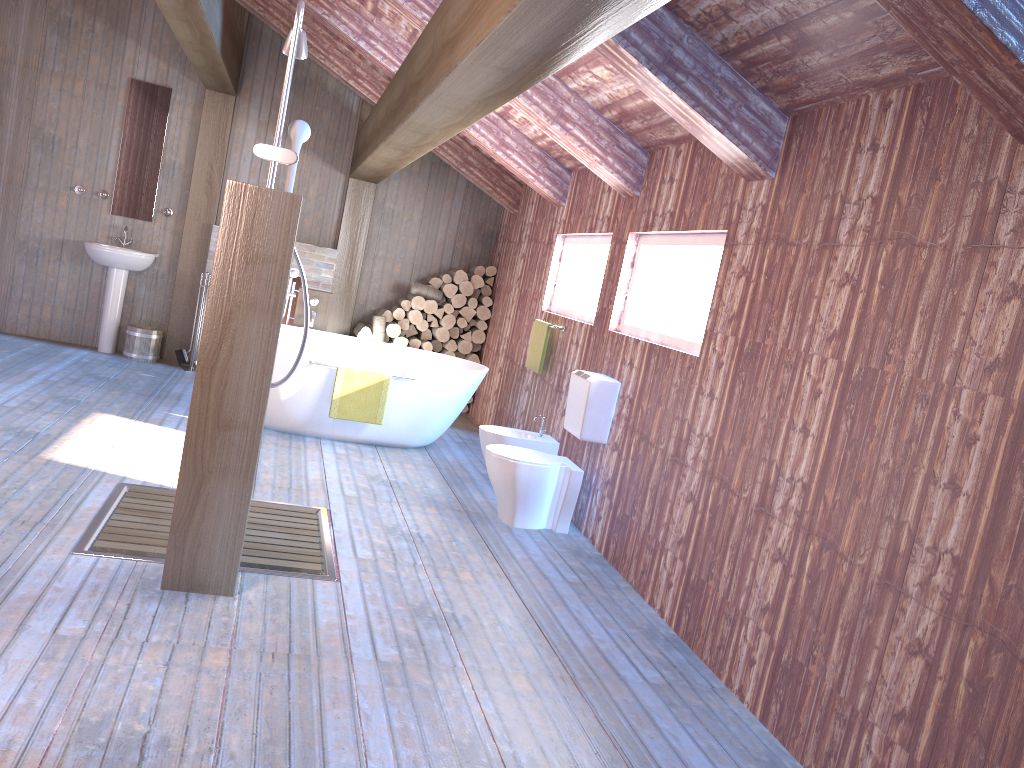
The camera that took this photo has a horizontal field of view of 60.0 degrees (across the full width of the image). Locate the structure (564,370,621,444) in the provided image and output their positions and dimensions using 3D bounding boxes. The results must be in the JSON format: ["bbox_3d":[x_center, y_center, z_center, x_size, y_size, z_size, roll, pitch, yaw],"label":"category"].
[{"bbox_3d":[0.442,0.123,5.069,0.182,0.363,0.358,10,7,-14],"label":"structure"}]

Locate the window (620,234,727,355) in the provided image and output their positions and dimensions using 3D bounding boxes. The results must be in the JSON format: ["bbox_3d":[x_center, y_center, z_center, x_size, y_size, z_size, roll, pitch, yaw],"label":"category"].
[{"bbox_3d":[0.854,-0.490,4.625,0.054,0.587,1.255,10,7,-14],"label":"window"}]

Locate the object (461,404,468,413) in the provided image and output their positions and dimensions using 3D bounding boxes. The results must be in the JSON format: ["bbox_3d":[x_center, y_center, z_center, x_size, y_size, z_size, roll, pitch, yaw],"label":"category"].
[{"bbox_3d":[-0.518,0.200,8.756,0.114,0.113,0.301,9,7,-17],"label":"object"}]

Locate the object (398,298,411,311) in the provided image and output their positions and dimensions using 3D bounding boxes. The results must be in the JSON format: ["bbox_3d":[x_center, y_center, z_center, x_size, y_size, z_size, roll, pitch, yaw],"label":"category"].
[{"bbox_3d":[-1.018,-0.759,8.424,0.106,0.112,0.282,10,7,-14],"label":"object"}]

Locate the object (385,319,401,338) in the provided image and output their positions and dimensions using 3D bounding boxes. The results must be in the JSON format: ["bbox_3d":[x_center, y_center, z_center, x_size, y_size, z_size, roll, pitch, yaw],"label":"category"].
[{"bbox_3d":[-1.146,-0.533,8.421,0.138,0.147,0.440,10,7,-15],"label":"object"}]

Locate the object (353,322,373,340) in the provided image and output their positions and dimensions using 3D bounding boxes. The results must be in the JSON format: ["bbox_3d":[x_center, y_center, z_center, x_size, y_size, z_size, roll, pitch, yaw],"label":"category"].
[{"bbox_3d":[-1.407,-0.496,8.372,0.139,0.137,0.455,10,7,-17],"label":"object"}]

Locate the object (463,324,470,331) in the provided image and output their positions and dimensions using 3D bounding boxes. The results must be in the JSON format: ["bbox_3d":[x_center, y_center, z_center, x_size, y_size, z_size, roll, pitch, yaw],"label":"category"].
[{"bbox_3d":[-0.456,-0.555,8.577,0.067,0.069,0.177,10,7,-15],"label":"object"}]

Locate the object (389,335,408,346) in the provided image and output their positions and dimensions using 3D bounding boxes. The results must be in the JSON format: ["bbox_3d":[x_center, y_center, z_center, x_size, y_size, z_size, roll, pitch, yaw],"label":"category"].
[{"bbox_3d":[-1.088,-0.415,8.471,0.139,0.148,0.458,10,7,-15],"label":"object"}]

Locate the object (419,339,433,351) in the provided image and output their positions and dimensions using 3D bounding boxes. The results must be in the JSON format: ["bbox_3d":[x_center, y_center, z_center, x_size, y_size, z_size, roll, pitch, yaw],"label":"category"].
[{"bbox_3d":[-0.848,-0.384,8.518,0.098,0.100,0.437,10,7,-17],"label":"object"}]

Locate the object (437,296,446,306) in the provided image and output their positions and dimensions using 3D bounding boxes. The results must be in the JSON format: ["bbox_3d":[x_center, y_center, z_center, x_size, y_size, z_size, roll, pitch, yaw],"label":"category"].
[{"bbox_3d":[-0.719,-0.830,8.580,0.121,0.124,0.291,10,7,-14],"label":"object"}]

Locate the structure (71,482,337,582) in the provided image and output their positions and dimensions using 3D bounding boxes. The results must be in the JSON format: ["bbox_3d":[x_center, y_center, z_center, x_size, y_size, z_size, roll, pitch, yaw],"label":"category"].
[{"bbox_3d":[-1.313,0.665,3.958,1.000,0.067,1.000,10,7,-15],"label":"structure"}]

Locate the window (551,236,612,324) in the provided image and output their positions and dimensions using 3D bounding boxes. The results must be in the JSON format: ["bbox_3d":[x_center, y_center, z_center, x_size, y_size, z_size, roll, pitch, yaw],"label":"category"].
[{"bbox_3d":[0.509,-0.731,6.114,0.054,0.587,1.255,10,7,-14],"label":"window"}]

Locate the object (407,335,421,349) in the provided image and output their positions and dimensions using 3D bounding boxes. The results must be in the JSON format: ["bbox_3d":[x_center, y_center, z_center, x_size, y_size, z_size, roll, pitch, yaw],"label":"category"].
[{"bbox_3d":[-0.947,-0.398,8.496,0.114,0.120,0.303,10,7,-14],"label":"object"}]

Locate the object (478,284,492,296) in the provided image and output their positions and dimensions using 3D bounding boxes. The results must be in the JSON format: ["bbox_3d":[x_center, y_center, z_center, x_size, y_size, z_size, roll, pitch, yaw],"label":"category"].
[{"bbox_3d":[-0.273,-0.916,8.614,0.107,0.115,0.269,10,7,-14],"label":"object"}]

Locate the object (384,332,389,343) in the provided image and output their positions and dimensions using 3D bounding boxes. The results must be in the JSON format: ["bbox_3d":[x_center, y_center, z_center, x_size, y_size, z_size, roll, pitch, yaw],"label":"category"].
[{"bbox_3d":[-1.248,-0.462,8.504,0.121,0.124,0.291,10,7,-14],"label":"object"}]

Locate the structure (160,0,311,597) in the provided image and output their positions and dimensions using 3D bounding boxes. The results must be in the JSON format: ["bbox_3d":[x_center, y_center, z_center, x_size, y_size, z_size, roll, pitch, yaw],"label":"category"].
[{"bbox_3d":[-0.945,-0.330,3.319,0.328,2.209,0.522,12,6,5],"label":"structure"}]

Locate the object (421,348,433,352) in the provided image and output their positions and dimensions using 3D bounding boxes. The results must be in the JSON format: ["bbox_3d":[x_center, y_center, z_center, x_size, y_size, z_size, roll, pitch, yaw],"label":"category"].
[{"bbox_3d":[-0.830,-0.285,8.544,0.111,0.113,0.301,10,7,-17],"label":"object"}]

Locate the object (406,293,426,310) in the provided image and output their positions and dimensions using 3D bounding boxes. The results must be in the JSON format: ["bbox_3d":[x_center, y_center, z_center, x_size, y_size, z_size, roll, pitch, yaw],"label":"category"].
[{"bbox_3d":[-0.916,-0.789,8.440,0.135,0.145,0.439,10,7,-15],"label":"object"}]

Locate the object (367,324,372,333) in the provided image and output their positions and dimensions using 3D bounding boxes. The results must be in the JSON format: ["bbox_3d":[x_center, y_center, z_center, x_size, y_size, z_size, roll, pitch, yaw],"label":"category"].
[{"bbox_3d":[-1.337,-0.520,8.487,0.099,0.093,0.280,10,7,-14],"label":"object"}]

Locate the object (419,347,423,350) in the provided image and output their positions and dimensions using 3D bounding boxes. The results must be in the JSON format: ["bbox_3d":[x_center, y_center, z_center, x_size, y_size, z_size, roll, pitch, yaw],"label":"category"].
[{"bbox_3d":[-0.931,-0.317,8.512,0.086,0.089,0.279,10,7,-17],"label":"object"}]

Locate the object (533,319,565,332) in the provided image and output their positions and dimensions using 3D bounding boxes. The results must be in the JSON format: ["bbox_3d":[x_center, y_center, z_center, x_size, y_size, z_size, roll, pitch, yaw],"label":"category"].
[{"bbox_3d":[0.255,-0.428,6.333,0.091,0.043,0.581,10,7,-15],"label":"object"}]

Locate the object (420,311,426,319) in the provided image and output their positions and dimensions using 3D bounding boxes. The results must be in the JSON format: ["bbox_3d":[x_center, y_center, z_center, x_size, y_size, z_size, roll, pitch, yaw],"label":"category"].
[{"bbox_3d":[-0.856,-0.660,8.455,0.057,0.061,0.156,10,7,-16],"label":"object"}]

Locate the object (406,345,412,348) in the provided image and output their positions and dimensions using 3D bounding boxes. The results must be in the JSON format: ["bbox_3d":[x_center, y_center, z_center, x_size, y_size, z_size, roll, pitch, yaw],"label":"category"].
[{"bbox_3d":[-1.018,-0.334,8.481,0.098,0.100,0.437,10,7,-17],"label":"object"}]

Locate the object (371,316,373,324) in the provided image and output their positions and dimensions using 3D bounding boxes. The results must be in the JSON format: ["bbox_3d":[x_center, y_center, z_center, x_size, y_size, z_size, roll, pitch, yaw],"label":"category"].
[{"bbox_3d":[-1.282,-0.594,8.491,0.108,0.113,0.302,10,7,-15],"label":"object"}]

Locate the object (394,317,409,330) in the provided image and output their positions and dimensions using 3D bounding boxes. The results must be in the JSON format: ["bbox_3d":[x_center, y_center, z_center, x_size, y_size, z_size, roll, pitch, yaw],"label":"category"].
[{"bbox_3d":[-1.051,-0.584,8.446,0.111,0.113,0.301,10,7,-16],"label":"object"}]

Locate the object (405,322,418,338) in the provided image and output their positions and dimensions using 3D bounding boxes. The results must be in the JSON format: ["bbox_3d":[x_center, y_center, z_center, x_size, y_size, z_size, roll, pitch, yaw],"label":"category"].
[{"bbox_3d":[-0.986,-0.531,8.562,0.128,0.150,0.323,10,7,-15],"label":"object"}]

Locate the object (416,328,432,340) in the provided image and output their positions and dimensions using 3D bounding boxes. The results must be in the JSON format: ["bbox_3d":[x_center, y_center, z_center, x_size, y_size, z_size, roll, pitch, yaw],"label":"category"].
[{"bbox_3d":[-0.847,-0.492,8.605,0.104,0.127,0.321,10,7,-15],"label":"object"}]

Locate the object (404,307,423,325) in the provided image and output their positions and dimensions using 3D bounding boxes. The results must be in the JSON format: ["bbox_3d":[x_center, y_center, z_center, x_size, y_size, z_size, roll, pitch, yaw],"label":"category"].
[{"bbox_3d":[-0.953,-0.657,8.446,0.141,0.143,0.437,10,7,-17],"label":"object"}]

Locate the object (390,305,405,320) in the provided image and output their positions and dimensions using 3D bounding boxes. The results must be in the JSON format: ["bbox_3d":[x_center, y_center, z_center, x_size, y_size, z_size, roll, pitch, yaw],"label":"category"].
[{"bbox_3d":[-1.084,-0.677,8.405,0.115,0.123,0.291,10,7,-14],"label":"object"}]

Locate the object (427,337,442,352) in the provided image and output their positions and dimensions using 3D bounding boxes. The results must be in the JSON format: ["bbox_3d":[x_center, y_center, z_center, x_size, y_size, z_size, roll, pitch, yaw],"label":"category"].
[{"bbox_3d":[-0.763,-0.391,8.642,0.116,0.118,0.289,9,7,-17],"label":"object"}]

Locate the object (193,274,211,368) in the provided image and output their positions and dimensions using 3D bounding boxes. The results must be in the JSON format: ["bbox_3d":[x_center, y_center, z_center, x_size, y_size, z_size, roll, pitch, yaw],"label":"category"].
[{"bbox_3d":[-2.730,-0.546,7.893,0.206,0.871,0.126,15,7,27],"label":"object"}]

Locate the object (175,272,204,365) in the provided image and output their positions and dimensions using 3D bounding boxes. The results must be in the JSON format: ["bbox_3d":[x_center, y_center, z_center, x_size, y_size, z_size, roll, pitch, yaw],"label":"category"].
[{"bbox_3d":[-2.870,-0.584,7.865,0.136,0.846,0.062,7,8,-34],"label":"object"}]

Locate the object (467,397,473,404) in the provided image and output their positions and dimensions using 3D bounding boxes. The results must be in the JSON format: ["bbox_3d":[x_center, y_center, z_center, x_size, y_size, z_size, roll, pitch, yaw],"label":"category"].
[{"bbox_3d":[-0.471,0.101,8.695,0.102,0.109,0.438,10,7,-15],"label":"object"}]

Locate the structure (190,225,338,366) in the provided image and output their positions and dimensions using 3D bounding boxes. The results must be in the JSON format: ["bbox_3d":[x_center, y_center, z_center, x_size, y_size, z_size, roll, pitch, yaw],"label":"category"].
[{"bbox_3d":[-2.310,-0.715,8.287,1.130,1.330,0.226,10,7,-15],"label":"structure"}]

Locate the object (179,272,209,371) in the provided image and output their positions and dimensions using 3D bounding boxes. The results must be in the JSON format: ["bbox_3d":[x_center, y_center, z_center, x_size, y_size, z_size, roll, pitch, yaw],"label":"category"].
[{"bbox_3d":[-2.817,-0.571,7.935,0.276,0.888,0.333,15,7,26],"label":"object"}]

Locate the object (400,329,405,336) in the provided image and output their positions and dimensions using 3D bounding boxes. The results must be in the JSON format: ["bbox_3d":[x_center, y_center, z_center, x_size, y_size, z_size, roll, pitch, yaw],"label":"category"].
[{"bbox_3d":[-1.061,-0.503,8.457,0.064,0.068,0.174,10,7,-16],"label":"object"}]

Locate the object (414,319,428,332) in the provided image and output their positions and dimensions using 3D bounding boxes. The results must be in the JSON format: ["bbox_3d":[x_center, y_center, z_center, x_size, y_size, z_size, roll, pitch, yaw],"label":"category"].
[{"bbox_3d":[-0.873,-0.577,8.477,0.115,0.123,0.291,10,7,-14],"label":"object"}]

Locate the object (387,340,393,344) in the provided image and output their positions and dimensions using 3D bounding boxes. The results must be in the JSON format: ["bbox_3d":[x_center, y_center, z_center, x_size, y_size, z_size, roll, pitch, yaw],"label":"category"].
[{"bbox_3d":[-1.224,-0.344,8.458,0.155,0.174,0.483,10,7,-17],"label":"object"}]

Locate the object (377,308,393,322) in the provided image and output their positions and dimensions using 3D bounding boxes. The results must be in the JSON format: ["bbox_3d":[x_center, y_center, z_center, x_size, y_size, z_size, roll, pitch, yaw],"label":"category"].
[{"bbox_3d":[-1.203,-0.658,8.429,0.114,0.113,0.301,9,7,-17],"label":"object"}]

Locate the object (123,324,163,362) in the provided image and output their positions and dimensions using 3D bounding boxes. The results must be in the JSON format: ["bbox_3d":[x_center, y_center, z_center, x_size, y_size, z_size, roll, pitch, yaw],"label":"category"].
[{"bbox_3d":[-3.300,-0.363,7.929,0.309,0.290,0.308,11,6,-5],"label":"object"}]

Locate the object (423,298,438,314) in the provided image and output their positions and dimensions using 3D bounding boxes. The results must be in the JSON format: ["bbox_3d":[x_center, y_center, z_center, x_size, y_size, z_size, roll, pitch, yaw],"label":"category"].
[{"bbox_3d":[-0.809,-0.757,8.471,0.138,0.147,0.440,10,7,-15],"label":"object"}]

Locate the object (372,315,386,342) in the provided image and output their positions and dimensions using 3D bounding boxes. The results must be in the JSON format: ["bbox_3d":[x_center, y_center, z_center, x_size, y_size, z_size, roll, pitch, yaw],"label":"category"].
[{"bbox_3d":[-1.238,-0.486,8.227,0.147,0.298,0.109,10,7,-12],"label":"object"}]

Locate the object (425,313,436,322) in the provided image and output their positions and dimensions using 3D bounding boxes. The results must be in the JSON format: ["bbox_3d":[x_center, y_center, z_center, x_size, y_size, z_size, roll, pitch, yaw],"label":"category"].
[{"bbox_3d":[-0.789,-0.641,8.490,0.088,0.092,0.280,10,7,-14],"label":"object"}]
